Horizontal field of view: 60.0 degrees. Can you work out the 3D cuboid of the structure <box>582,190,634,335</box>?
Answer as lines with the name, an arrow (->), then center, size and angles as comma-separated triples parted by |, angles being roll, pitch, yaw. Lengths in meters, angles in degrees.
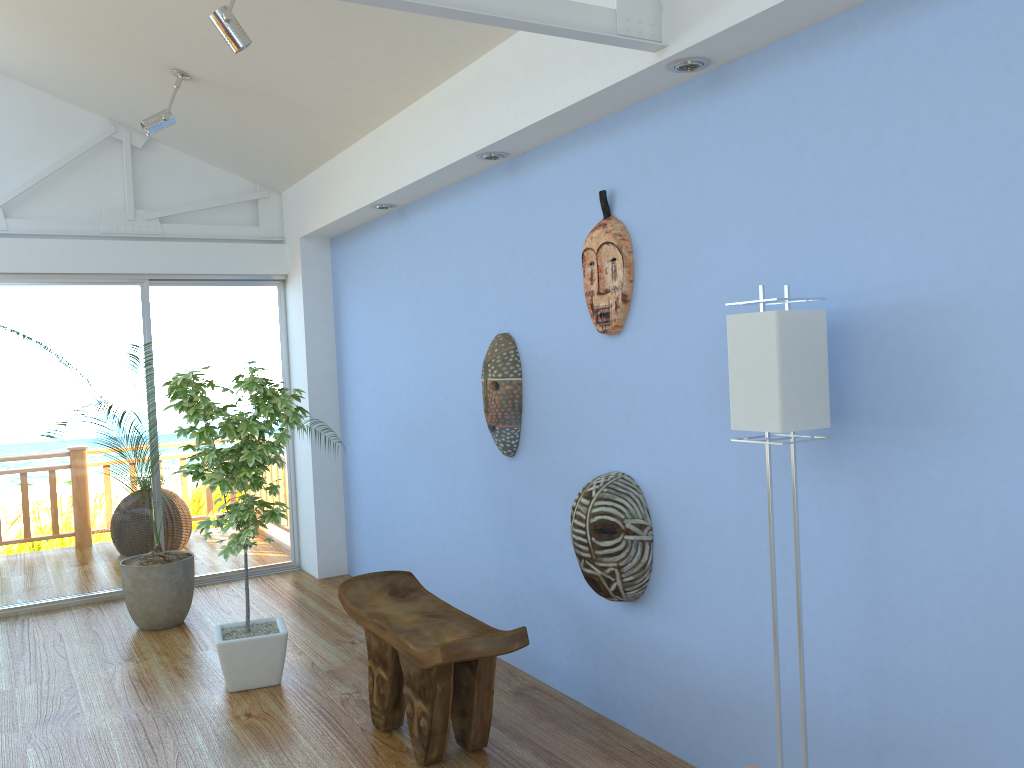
structure -> 0.324, -0.427, 3.137 | 0.063, 0.508, 0.264 | -4, 2, -30

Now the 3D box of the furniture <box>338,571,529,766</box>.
furniture -> -0.318, 1.035, 3.233 | 0.329, 0.507, 1.100 | -4, 2, -29

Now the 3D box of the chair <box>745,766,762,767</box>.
chair -> 0.581, 0.814, 1.173 | 0.859, 0.982, 0.632 | -2, 2, 30

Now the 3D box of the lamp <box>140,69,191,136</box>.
lamp -> -1.740, -1.409, 4.461 | 0.254, 0.327, 0.118 | -3, 2, -12

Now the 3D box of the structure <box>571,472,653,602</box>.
structure -> 0.315, 0.553, 3.139 | 0.185, 0.466, 0.359 | -4, 2, -30

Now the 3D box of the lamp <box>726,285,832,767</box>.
lamp -> 0.712, 0.504, 2.304 | 0.200, 1.520, 0.200 | -4, 2, -30

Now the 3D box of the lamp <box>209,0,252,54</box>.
lamp -> -1.015, -1.397, 3.257 | 0.195, 0.351, 0.127 | -3, 2, -12

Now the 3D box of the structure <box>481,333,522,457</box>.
structure -> -0.067, 0.052, 3.819 | 0.115, 0.541, 0.254 | -4, 2, -30

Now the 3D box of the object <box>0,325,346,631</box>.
object -> -1.864, 0.470, 4.791 | 1.706, 1.695, 1.563 | -4, 2, -39

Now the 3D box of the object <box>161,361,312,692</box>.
object -> -1.162, 0.606, 3.851 | 0.495, 1.409, 0.699 | -2, 2, 13
